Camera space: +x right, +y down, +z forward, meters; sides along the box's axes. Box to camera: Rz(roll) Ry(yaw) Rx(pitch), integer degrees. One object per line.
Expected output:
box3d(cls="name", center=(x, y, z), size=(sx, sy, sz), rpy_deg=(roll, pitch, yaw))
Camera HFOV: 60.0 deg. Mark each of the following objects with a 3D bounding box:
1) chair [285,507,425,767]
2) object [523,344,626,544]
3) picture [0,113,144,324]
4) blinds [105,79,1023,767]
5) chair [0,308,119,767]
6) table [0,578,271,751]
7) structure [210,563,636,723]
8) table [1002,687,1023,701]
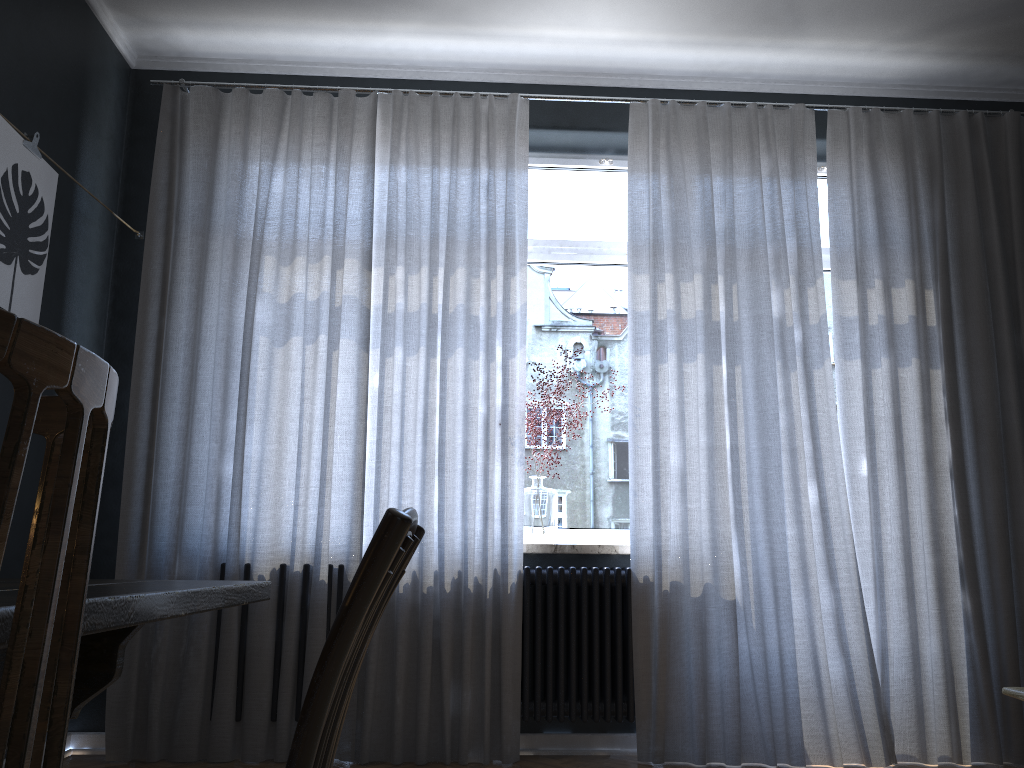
box3d(cls="chair", center=(-0.343, 0.540, 0.936), size=(0.467, 0.817, 0.364), rpy_deg=(1, -11, -3))
box3d(cls="object", center=(0.157, 0.273, 3.791), size=(0.515, 0.807, 0.600), rpy_deg=(6, -12, -28))
box3d(cls="picture", center=(-1.521, -0.731, 1.640), size=(0.058, 0.769, 4.470), rpy_deg=(1, -11, -3))
box3d(cls="blinds", center=(0.412, 0.107, 3.744), size=(3.992, 2.781, 0.313), rpy_deg=(1, -11, -3))
box3d(cls="chair", center=(-0.365, 0.396, 0.294), size=(0.384, 0.854, 0.457), rpy_deg=(4, -11, -17))
box3d(cls="table", center=(-0.916, 0.506, 0.566), size=(1.126, 0.725, 1.609), rpy_deg=(1, -11, -3))
box3d(cls="structure", center=(-0.294, 1.041, 3.598), size=(1.846, 0.599, 0.216), rpy_deg=(1, -11, -3))
box3d(cls="table", center=(1.071, 0.754, 1.229), size=(0.339, 0.548, 0.790), rpy_deg=(1, -11, -3))
